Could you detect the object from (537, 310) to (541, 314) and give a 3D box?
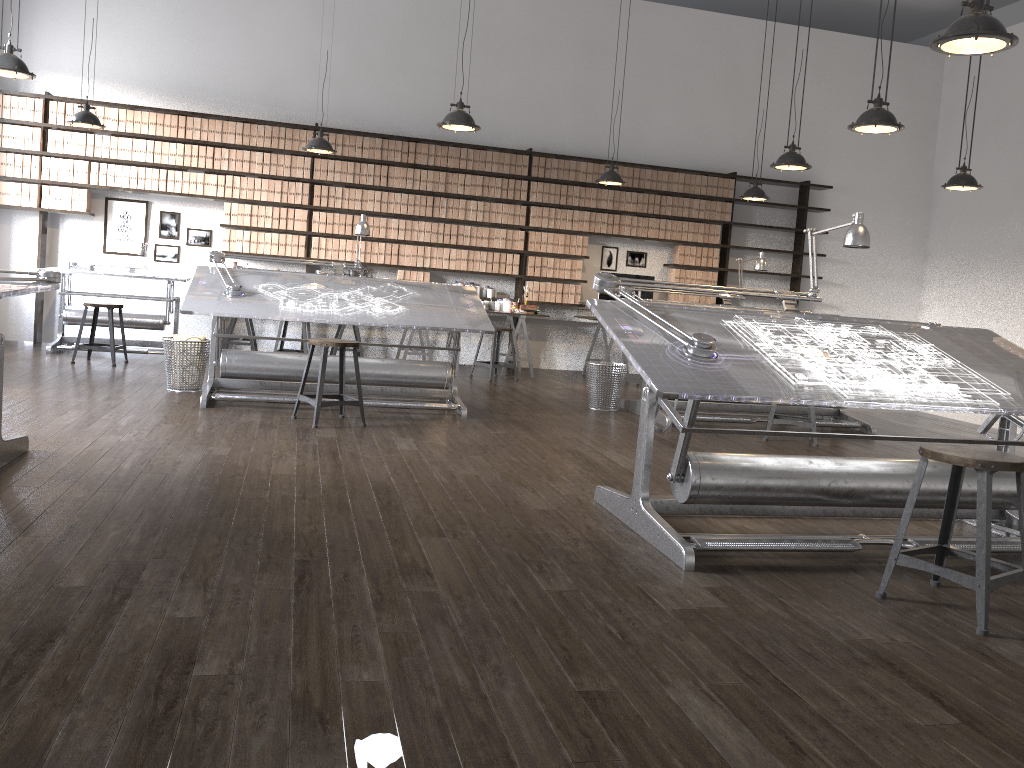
[{"bbox_3d":[0.290,-0.782,9.639,0.049,0.037,0.049,4,5,-10],"label":"object"}]

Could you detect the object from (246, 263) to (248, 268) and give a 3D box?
[{"bbox_3d":[-2.707,-1.119,8.993,0.055,0.213,0.007,6,4,21],"label":"object"}]

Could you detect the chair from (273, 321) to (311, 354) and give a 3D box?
[{"bbox_3d":[-2.097,-0.415,8.513,0.371,0.526,0.360,4,4,-5],"label":"chair"}]

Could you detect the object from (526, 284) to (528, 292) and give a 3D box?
[{"bbox_3d":[0.158,-0.983,9.715,0.007,0.227,0.020,6,4,17],"label":"object"}]

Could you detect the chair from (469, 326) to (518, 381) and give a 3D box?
[{"bbox_3d":[-0.167,-0.308,8.913,0.371,0.526,0.360,1,6,-40],"label":"chair"}]

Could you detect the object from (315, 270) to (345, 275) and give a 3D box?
[{"bbox_3d":[-1.947,-1.128,9.474,0.317,0.152,0.194,3,5,-14],"label":"object"}]

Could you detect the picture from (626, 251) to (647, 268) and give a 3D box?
[{"bbox_3d":[1.462,-1.466,10.415,0.251,0.183,0.023,3,4,-14],"label":"picture"}]

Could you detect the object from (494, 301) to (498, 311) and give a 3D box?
[{"bbox_3d":[-0.173,-0.856,9.709,0.045,0.101,0.044,4,4,-14],"label":"object"}]

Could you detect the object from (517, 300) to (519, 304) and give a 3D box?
[{"bbox_3d":[0.055,-0.864,9.701,0.040,0.130,0.005,3,3,-16],"label":"object"}]

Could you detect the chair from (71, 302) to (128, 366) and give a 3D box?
[{"bbox_3d":[-3.544,-0.433,7.656,0.371,0.526,0.360,4,4,-5],"label":"chair"}]

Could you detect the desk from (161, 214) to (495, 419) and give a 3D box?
[{"bbox_3d":[-1.337,-0.557,6.375,2.278,1.382,1.081,3,5,-14],"label":"desk"}]

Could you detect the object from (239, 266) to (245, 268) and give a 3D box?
[{"bbox_3d":[-2.821,-1.168,9.271,0.070,0.130,0.070,6,4,24],"label":"object"}]

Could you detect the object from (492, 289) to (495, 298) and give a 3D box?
[{"bbox_3d":[-0.218,-1.007,9.859,0.063,0.094,0.063,6,4,18],"label":"object"}]

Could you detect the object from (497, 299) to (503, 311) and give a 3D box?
[{"bbox_3d":[-0.119,-0.869,9.753,0.095,0.127,0.094,3,5,-18],"label":"object"}]

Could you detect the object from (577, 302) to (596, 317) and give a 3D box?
[{"bbox_3d":[0.894,-0.829,9.956,0.284,0.160,0.204,2,6,-22],"label":"object"}]

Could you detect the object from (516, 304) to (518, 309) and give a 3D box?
[{"bbox_3d":[0.034,-0.833,9.708,0.060,0.088,0.060,4,4,-9],"label":"object"}]

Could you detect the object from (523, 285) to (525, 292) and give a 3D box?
[{"bbox_3d":[0.142,-0.974,9.697,0.055,0.213,0.007,4,3,-7],"label":"object"}]

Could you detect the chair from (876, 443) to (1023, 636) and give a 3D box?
[{"bbox_3d":[1.484,0.485,2.906,0.358,0.526,0.373,1,5,-35],"label":"chair"}]

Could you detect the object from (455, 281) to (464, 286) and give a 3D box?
[{"bbox_3d":[-0.586,-1.057,9.814,0.095,0.161,0.094,3,4,-18],"label":"object"}]

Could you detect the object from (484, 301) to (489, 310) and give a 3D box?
[{"bbox_3d":[-0.278,-0.865,9.714,0.062,0.094,0.062,7,5,27],"label":"object"}]

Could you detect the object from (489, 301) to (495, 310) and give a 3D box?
[{"bbox_3d":[-0.222,-0.856,9.678,0.063,0.093,0.063,7,5,27],"label":"object"}]

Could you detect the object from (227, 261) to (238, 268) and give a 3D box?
[{"bbox_3d":[-2.903,-1.181,9.173,0.106,0.176,0.108,4,4,-12],"label":"object"}]

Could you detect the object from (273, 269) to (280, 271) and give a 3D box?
[{"bbox_3d":[-2.478,-1.127,9.338,0.237,0.161,0.107,9,6,42],"label":"object"}]

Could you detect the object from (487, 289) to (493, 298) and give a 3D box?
[{"bbox_3d":[-0.245,-1.003,9.798,0.062,0.095,0.062,6,4,18],"label":"object"}]

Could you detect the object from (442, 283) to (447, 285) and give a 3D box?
[{"bbox_3d":[-0.745,-1.049,9.775,0.062,0.119,0.062,7,4,27],"label":"object"}]

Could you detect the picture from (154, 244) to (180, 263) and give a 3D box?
[{"bbox_3d":[-3.589,-1.356,9.211,0.251,0.183,0.023,3,4,-14],"label":"picture"}]

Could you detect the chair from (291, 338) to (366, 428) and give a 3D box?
[{"bbox_3d":[-1.130,-0.011,5.543,0.358,0.526,0.373,1,5,-35],"label":"chair"}]

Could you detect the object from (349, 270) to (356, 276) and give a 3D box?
[{"bbox_3d":[-1.740,-1.139,9.613,0.079,0.188,0.079,2,5,-35],"label":"object"}]

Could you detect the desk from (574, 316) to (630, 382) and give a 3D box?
[{"bbox_3d":[1.565,-0.361,9.959,1.667,0.667,0.658,3,5,-14],"label":"desk"}]

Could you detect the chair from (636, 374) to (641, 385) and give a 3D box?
[{"bbox_3d":[1.584,-0.221,9.367,0.373,0.526,0.358,9,6,44],"label":"chair"}]

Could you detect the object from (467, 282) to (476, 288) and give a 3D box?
[{"bbox_3d":[-0.463,-1.052,9.855,0.094,0.161,0.206,4,5,-12],"label":"object"}]

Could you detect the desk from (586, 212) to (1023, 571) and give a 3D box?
[{"bbox_3d":[1.381,-0.056,3.767,2.067,1.382,1.081,3,5,-14],"label":"desk"}]

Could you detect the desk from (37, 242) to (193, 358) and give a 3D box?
[{"bbox_3d":[-3.783,-0.850,8.605,1.268,1.094,1.076,3,5,-14],"label":"desk"}]

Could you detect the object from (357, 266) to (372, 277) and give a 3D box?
[{"bbox_3d":[-1.580,-1.170,9.568,0.181,0.271,0.157,2,5,-30],"label":"object"}]

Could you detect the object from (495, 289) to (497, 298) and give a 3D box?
[{"bbox_3d":[-0.199,-1.013,9.927,0.062,0.095,0.062,6,4,18],"label":"object"}]

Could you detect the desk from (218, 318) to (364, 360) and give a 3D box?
[{"bbox_3d":[-2.222,-0.555,9.034,1.667,0.667,0.658,3,5,-14],"label":"desk"}]

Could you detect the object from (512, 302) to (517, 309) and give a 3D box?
[{"bbox_3d":[0.025,-0.838,9.639,0.049,0.111,0.049,4,4,-10],"label":"object"}]

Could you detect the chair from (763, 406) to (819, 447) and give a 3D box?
[{"bbox_3d":[2.002,0.149,6.316,0.372,0.526,0.359,6,4,14],"label":"chair"}]

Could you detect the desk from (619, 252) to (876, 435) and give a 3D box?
[{"bbox_3d":[1.914,-0.391,7.169,2.067,1.382,1.081,3,5,-14],"label":"desk"}]

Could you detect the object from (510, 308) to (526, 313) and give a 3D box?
[{"bbox_3d":[0.075,-0.787,9.500,0.197,0.050,0.133,-1,8,-43],"label":"object"}]

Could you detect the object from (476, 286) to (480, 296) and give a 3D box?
[{"bbox_3d":[-0.387,-1.029,9.842,0.062,0.119,0.062,8,6,44],"label":"object"}]

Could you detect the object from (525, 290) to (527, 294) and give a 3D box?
[{"bbox_3d":[0.150,-0.948,9.693,0.008,0.153,0.038,7,4,35],"label":"object"}]

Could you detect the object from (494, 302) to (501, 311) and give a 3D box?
[{"bbox_3d":[-0.159,-0.848,9.648,0.062,0.094,0.062,8,5,36],"label":"object"}]

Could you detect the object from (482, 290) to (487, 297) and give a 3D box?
[{"bbox_3d":[-0.304,-1.004,9.862,0.054,0.081,0.054,3,5,-23],"label":"object"}]

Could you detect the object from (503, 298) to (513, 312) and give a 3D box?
[{"bbox_3d":[-0.047,-0.859,9.660,0.105,0.141,0.104,4,4,-6],"label":"object"}]

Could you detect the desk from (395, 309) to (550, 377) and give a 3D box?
[{"bbox_3d":[-0.511,-0.468,9.452,1.667,0.667,0.658,3,5,-14],"label":"desk"}]

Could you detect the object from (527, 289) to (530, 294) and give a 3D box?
[{"bbox_3d":[0.159,-0.961,9.699,0.071,0.185,0.008,7,4,29],"label":"object"}]

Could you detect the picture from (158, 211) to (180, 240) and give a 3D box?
[{"bbox_3d":[-3.556,-1.647,9.197,0.201,0.284,0.022,3,4,-14],"label":"picture"}]

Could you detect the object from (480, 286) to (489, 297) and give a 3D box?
[{"bbox_3d":[-0.308,-1.037,9.947,0.094,0.129,0.095,2,5,-27],"label":"object"}]

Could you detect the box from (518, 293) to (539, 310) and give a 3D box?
[{"bbox_3d":[0.184,-0.885,9.700,0.211,0.206,0.138,3,4,-13],"label":"box"}]

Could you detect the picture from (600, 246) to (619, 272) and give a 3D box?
[{"bbox_3d":[1.135,-1.462,10.338,0.201,0.284,0.022,3,4,-14],"label":"picture"}]

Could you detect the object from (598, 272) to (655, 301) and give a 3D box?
[{"bbox_3d":[1.269,-0.979,9.972,0.642,0.516,0.205,3,4,-14],"label":"object"}]

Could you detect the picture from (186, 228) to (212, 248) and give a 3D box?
[{"bbox_3d":[-3.275,-1.531,9.272,0.251,0.183,0.023,3,4,-14],"label":"picture"}]

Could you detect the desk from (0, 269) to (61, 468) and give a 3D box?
[{"bbox_3d":[-2.661,-0.263,3.676,1.268,1.185,1.177,3,5,-14],"label":"desk"}]

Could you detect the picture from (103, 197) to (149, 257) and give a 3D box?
[{"bbox_3d":[-3.963,-1.609,9.091,0.415,0.573,0.040,3,4,-14],"label":"picture"}]
